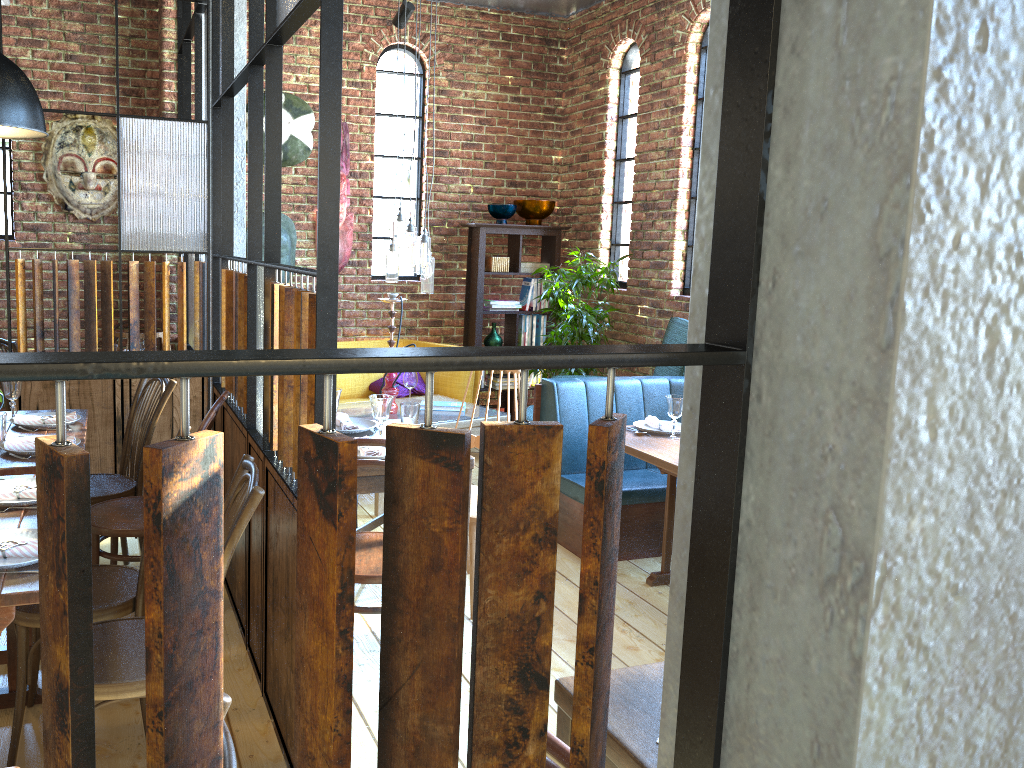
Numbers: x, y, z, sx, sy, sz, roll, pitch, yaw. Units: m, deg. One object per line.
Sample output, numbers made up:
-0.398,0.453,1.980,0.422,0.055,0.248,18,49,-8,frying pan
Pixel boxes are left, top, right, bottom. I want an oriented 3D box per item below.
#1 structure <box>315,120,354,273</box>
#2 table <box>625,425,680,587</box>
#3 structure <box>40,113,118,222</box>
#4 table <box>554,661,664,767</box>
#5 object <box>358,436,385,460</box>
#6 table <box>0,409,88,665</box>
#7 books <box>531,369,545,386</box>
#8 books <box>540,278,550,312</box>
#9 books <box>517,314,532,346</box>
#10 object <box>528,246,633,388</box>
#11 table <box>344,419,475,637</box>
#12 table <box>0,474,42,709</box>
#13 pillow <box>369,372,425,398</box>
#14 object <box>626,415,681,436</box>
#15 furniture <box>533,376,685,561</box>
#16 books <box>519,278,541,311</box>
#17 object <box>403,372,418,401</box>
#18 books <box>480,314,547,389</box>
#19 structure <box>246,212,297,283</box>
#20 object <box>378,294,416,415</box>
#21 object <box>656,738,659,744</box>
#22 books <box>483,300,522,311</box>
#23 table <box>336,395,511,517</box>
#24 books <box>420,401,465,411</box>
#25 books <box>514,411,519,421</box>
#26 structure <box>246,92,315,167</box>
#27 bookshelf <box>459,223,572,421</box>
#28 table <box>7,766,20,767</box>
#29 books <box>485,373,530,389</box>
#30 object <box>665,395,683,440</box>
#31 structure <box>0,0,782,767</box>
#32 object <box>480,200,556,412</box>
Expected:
-1.312,-1.368,6.538,0.235,1.143,0.219,6,8,22,structure
1.027,0.644,3.646,0.796,0.659,1.595,-2,9,-24,table
-2.835,-1.453,5.890,0.570,0.724,0.131,-1,8,-21,structure
0.560,0.942,1.432,0.726,0.725,0.777,-1,9,-23,table
-0.513,0.233,3.258,0.316,0.051,0.278,-1,9,-19,object
-2.027,0.558,3.403,0.704,0.725,1.068,-2,9,-24,table
0.200,-0.124,7.090,0.082,0.272,0.196,-1,9,-24,books
0.228,-0.712,7.010,0.077,0.257,0.184,-1,9,-24,books
0.084,-0.418,6.997,0.083,0.272,0.179,-1,9,-24,books
0.425,-0.205,6.188,0.693,1.524,0.901,-5,11,-44,object
-0.652,0.581,3.523,0.726,0.725,0.777,-1,9,-23,table
-1.540,0.736,2.350,0.704,0.725,1.068,-2,9,-24,table
-1.256,-0.067,6.148,1.433,0.452,0.419,-4,10,-34,pillow
0.693,0.196,4.156,0.316,0.051,0.278,-1,9,-19,object
1.281,0.558,3.721,1.321,0.820,2.705,-2,9,-24,furniture
0.131,-0.711,6.984,0.120,0.257,0.169,-1,9,-23,books
-0.631,0.019,5.458,0.093,0.228,0.089,4,8,15,object
-0.024,-0.265,6.977,0.568,0.573,0.197,-1,9,-23,books
-1.740,-0.941,6.377,0.356,0.638,0.107,-1,8,-20,structure
-0.681,-0.168,5.110,0.162,0.702,0.272,-2,9,-32,object
0.385,0.566,1.293,0.262,0.051,0.335,-1,9,-20,object
-0.080,-0.614,6.896,0.260,0.080,0.185,-2,9,-22,books
-0.617,0.406,5.358,0.894,0.507,0.786,-5,11,-37,table
-0.424,0.135,5.403,0.274,0.028,0.160,2,9,2,books
0.100,0.268,7.094,0.233,0.072,0.213,-4,10,-34,books
-1.663,-1.813,6.278,0.515,0.519,0.152,-1,8,-21,structure
-0.012,-0.410,6.953,0.791,1.663,0.328,-1,8,-21,bookshelf
-0.916,0.986,0.868,0.726,0.725,0.777,-1,9,-23,table
-0.037,-0.022,6.980,0.294,0.087,0.252,-2,9,-20,books
0.737,0.151,3.991,0.099,0.191,0.097,3,8,6,object
-2.478,-0.509,1.769,5.764,3.316,6.130,-5,11,-39,structure
0.015,-0.551,6.926,0.587,1.756,0.340,-2,9,-28,object
